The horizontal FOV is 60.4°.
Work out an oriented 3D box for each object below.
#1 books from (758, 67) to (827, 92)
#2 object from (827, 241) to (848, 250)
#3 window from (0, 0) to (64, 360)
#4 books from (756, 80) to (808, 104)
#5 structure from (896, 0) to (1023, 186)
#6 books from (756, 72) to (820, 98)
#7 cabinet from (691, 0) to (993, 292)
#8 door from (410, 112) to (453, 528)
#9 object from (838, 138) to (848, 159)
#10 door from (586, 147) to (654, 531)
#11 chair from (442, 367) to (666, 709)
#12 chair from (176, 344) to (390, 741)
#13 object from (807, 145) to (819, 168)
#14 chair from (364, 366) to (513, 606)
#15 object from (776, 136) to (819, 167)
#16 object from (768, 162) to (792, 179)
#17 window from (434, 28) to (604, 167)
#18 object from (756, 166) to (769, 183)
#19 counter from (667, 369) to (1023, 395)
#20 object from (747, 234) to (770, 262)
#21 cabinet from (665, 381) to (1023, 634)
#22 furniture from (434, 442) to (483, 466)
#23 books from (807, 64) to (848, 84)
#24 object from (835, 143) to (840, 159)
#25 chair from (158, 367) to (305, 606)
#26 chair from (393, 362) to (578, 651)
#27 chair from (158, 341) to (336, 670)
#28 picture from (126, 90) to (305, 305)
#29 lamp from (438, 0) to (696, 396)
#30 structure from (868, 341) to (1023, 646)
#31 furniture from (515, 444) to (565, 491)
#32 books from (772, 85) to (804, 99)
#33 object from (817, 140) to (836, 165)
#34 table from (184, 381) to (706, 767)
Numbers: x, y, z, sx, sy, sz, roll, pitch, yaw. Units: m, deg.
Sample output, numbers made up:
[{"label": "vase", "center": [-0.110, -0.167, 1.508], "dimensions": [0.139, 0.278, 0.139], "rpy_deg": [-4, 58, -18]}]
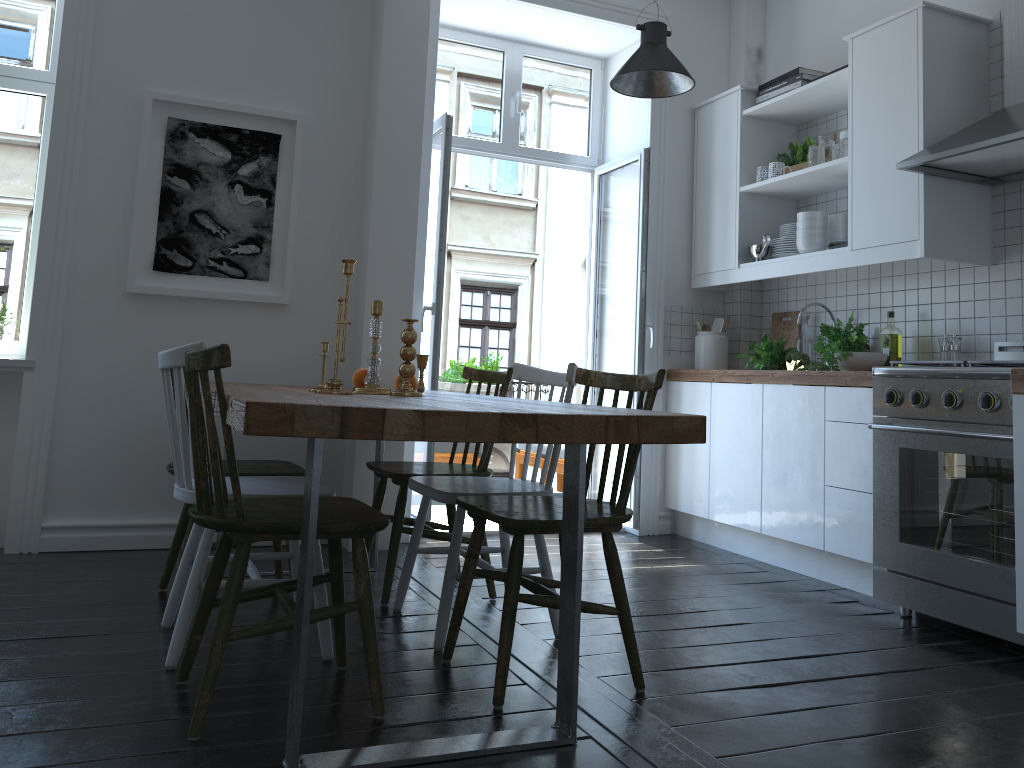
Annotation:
[{"label": "books", "center": [1.475, -1.542, 4.533], "dimensions": [0.258, 0.038, 0.324], "rpy_deg": [3, 0, -21]}, {"label": "object", "center": [1.555, -0.613, 3.983], "dimensions": [0.275, 0.043, 0.245], "rpy_deg": [3, 0, -30]}, {"label": "window", "center": [-2.849, -1.140, 3.847], "dimensions": [1.563, 2.012, 0.106], "rpy_deg": [4, -7, -22]}, {"label": "books", "center": [1.466, -1.477, 4.522], "dimensions": [0.258, 0.031, 0.327], "rpy_deg": [3, 0, -25]}, {"label": "structure", "center": [1.889, -1.473, 3.309], "dimensions": [0.527, 1.321, 0.628], "rpy_deg": [5, -6, -23]}, {"label": "books", "center": [1.482, -1.507, 4.519], "dimensions": [0.286, 0.031, 0.350], "rpy_deg": [3, 0, -23]}, {"label": "cabinet", "center": [1.704, -0.345, 3.166], "dimensions": [0.777, 2.395, 3.771], "rpy_deg": [5, -2, -19]}, {"label": "door", "center": [-0.466, -0.319, 4.468], "dimensions": [0.104, 2.051, 0.580], "rpy_deg": [5, -6, -17]}, {"label": "object", "center": [1.536, -1.059, 4.025], "dimensions": [0.086, 0.121, 0.085], "rpy_deg": [0, -5, 36]}, {"label": "door", "center": [0.574, -0.272, 4.903], "dimensions": [0.104, 2.051, 0.581], "rpy_deg": [6, -7, -29]}, {"label": "chair", "center": [0.120, 0.363, 2.407], "dimensions": [0.484, 0.838, 0.464], "rpy_deg": [5, -5, -24]}, {"label": "chair", "center": [-0.566, 0.332, 2.122], "dimensions": [0.484, 0.837, 0.464], "rpy_deg": [5, -5, -24]}, {"label": "object", "center": [1.437, -1.065, 4.159], "dimensions": [0.086, 0.121, 0.085], "rpy_deg": [3, -4, 0]}, {"label": "chair", "center": [-0.278, 0.340, 3.291], "dimensions": [0.484, 0.837, 0.464], "rpy_deg": [5, -5, -24]}, {"label": "object", "center": [1.481, -1.143, 4.555], "dimensions": [0.163, 0.257, 0.346], "rpy_deg": [6, -3, -33]}, {"label": "object", "center": [1.341, -1.060, 4.425], "dimensions": [0.082, 0.101, 0.108], "rpy_deg": [5, -4, -34]}, {"label": "window", "center": [0.006, -1.659, 5.098], "dimensions": [1.176, 0.666, 0.105], "rpy_deg": [3, -6, -23]}, {"label": "object", "center": [1.307, -1.062, 4.544], "dimensions": [0.083, 0.101, 0.107], "rpy_deg": [0, -4, 36]}, {"label": "counter", "center": [1.533, -0.007, 3.413], "dimensions": [0.843, 0.074, 3.087], "rpy_deg": [3, 0, -23]}, {"label": "object", "center": [1.252, -0.677, 4.446], "dimensions": [0.102, 0.136, 0.208], "rpy_deg": [3, -2, -11]}, {"label": "cabinet", "center": [1.570, 0.431, 3.380], "dimensions": [0.727, 0.822, 3.166], "rpy_deg": [4, 0, -15]}, {"label": "furniture", "center": [-0.546, 0.546, 5.782], "dimensions": [0.598, 0.379, 0.398], "rpy_deg": [3, -3, -23]}, {"label": "books", "center": [1.626, -1.454, 4.177], "dimensions": [0.274, 0.016, 0.340], "rpy_deg": [3, 0, -22]}, {"label": "object", "center": [1.539, -1.060, 4.111], "dimensions": [0.086, 0.121, 0.085], "rpy_deg": [0, -5, 36]}, {"label": "chair", "center": [-0.964, 0.310, 3.006], "dimensions": [0.484, 0.838, 0.464], "rpy_deg": [5, -5, -24]}, {"label": "chair", "center": [-0.056, 0.344, 2.864], "dimensions": [0.508, 0.853, 0.463], "rpy_deg": [5, -5, -23]}, {"label": "chair", "center": [-0.787, 0.312, 2.550], "dimensions": [0.508, 0.853, 0.463], "rpy_deg": [5, -5, -23]}, {"label": "picture", "center": [-1.320, -0.824, 3.962], "dimensions": [0.685, 0.899, 0.082], "rpy_deg": [4, -7, -22]}, {"label": "lamp", "center": [0.224, -1.086, 5.048], "dimensions": [0.490, 2.539, 2.687], "rpy_deg": [5, -4, -23]}, {"label": "structure", "center": [1.736, 0.337, 3.024], "dimensions": [0.719, 1.032, 0.696], "rpy_deg": [4, -5, -23]}, {"label": "furniture", "center": [0.388, 0.589, 5.908], "dimensions": [0.399, 0.378, 0.916], "rpy_deg": [4, -1, -23]}, {"label": "books", "center": [1.477, -1.438, 4.510], "dimensions": [0.259, 0.044, 0.350], "rpy_deg": [3, 0, -21]}, {"label": "object", "center": [1.456, -1.063, 4.075], "dimensions": [0.086, 0.121, 0.085], "rpy_deg": [3, -4, 0]}, {"label": "table", "center": [-0.472, 0.388, 2.790], "dimensions": [1.014, 0.723, 2.218], "rpy_deg": [4, -1, -23]}]
